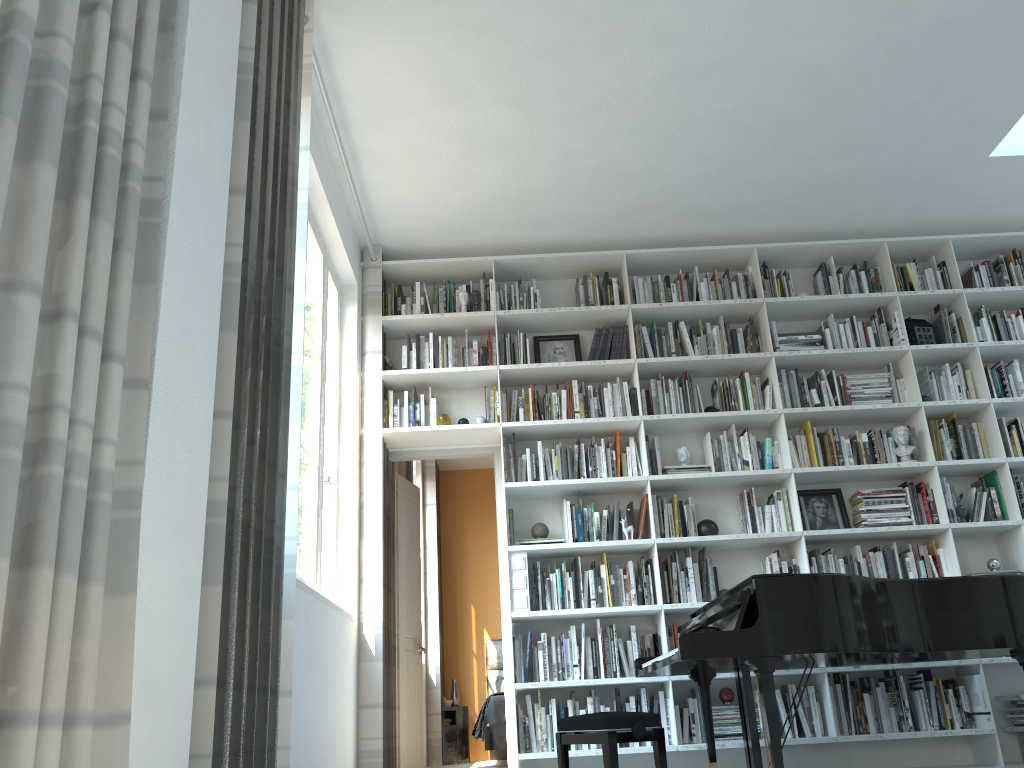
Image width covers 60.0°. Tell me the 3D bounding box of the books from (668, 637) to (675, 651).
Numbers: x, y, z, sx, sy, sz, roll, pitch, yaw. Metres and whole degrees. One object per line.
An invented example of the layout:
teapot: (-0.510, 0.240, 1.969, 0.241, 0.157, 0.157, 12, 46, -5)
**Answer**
books: (0.896, 1.538, 4.996, 0.026, 0.212, 0.140, -3, -21, -1)

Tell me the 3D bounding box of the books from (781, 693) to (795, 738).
books: (1.510, 1.822, 4.875, 0.011, 0.231, 0.175, -3, -21, -1)

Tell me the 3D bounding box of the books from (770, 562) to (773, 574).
books: (1.497, 1.158, 5.145, 0.015, 0.224, 0.148, -3, -21, -1)

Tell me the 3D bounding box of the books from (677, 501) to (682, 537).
books: (0.979, 0.828, 5.256, 0.014, 0.243, 0.153, -3, -21, -1)

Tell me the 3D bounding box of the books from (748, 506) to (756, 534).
books: (1.406, 0.832, 5.249, 0.025, 0.185, 0.154, -3, -21, -1)

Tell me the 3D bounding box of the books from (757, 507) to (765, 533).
books: (1.457, 0.837, 5.263, 0.030, 0.182, 0.155, -3, -21, -1)

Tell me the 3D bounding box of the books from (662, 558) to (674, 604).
books: (0.902, 1.155, 5.119, 0.012, 0.271, 0.182, -3, -21, -1)

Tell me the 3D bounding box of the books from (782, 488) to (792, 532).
books: (1.611, 0.776, 5.262, 0.021, 0.280, 0.162, -3, -21, -1)

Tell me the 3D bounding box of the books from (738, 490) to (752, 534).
books: (1.385, 0.789, 5.270, 0.012, 0.284, 0.160, -3, -21, -1)

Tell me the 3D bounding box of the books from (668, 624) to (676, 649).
books: (0.912, 1.505, 5.006, 0.010, 0.281, 0.149, -3, -21, -1)

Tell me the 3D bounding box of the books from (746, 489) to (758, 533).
books: (1.422, 0.787, 5.278, 0.011, 0.290, 0.156, -3, -21, -1)

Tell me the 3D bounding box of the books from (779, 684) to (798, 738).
books: (1.520, 1.799, 4.876, 0.012, 0.273, 0.181, -3, -21, -1)

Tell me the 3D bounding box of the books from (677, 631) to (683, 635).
books: (0.952, 1.518, 4.985, 0.023, 0.236, 0.173, -3, -21, -1)

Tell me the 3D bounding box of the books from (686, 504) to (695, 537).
books: (1.039, 0.835, 5.245, 0.028, 0.215, 0.176, -3, -21, -1)

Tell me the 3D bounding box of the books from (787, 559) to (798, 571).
books: (1.648, 1.149, 5.165, 0.019, 0.241, 0.108, -3, -21, -1)

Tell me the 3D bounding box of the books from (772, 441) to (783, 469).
books: (1.608, 0.470, 5.398, 0.026, 0.216, 0.127, -3, -21, -1)

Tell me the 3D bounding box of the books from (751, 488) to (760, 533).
books: (1.433, 0.782, 5.276, 0.012, 0.297, 0.166, -3, -21, -1)

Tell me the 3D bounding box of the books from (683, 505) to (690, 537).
books: (1.020, 0.841, 5.247, 0.011, 0.207, 0.181, -3, -21, -1)

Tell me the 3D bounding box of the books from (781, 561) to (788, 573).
books: (1.570, 1.150, 5.130, 0.029, 0.220, 0.153, -3, -21, -1)

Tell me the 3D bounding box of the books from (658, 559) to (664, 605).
books: (0.847, 1.164, 5.139, 0.013, 0.274, 0.147, -3, -21, -1)

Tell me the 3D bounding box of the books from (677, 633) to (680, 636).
books: (0.936, 1.527, 4.993, 0.010, 0.227, 0.169, -3, -21, -1)

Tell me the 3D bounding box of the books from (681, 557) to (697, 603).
books: (1.023, 1.152, 5.125, 0.027, 0.268, 0.186, -3, -21, -1)

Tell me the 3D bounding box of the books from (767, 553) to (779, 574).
books: (1.517, 1.130, 5.136, 0.027, 0.268, 0.159, -3, -21, -1)

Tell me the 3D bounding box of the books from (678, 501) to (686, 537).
books: (1.000, 0.831, 5.272, 0.028, 0.246, 0.143, -3, -21, -1)

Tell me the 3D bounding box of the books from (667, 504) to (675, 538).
books: (0.933, 0.837, 5.253, 0.025, 0.227, 0.153, -3, -21, -1)

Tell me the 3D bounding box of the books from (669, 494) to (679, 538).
books: (0.958, 0.807, 5.242, 0.026, 0.273, 0.191, -3, -21, -1)

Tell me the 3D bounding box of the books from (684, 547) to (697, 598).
books: (1.041, 1.128, 5.161, 0.013, 0.337, 0.138, -3, -21, -1)

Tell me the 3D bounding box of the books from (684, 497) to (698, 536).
books: (1.066, 0.816, 5.268, 0.028, 0.265, 0.145, -3, -21, -1)

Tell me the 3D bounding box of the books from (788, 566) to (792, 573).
books: (1.600, 1.168, 5.144, 0.031, 0.194, 0.142, -3, -21, -1)

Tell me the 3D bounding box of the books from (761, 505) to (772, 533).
books: (1.500, 0.827, 5.250, 0.057, 0.188, 0.156, -3, -21, -1)

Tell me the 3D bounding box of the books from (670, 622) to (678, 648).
books: (0.923, 1.502, 5.010, 0.013, 0.286, 0.161, -3, -21, -1)

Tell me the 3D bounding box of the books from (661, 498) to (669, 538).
books: (0.902, 0.821, 5.256, 0.036, 0.262, 0.167, -3, -21, -1)

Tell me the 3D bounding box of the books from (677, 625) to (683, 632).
books: (0.976, 1.509, 5.016, 0.026, 0.272, 0.147, -3, -21, -1)

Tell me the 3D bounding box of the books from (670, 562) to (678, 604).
books: (0.930, 1.168, 5.123, 0.042, 0.247, 0.163, -3, -21, -1)

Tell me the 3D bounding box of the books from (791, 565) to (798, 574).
books: (1.628, 1.159, 5.133, 0.024, 0.200, 0.159, -3, -21, -1)

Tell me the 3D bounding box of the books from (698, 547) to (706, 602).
books: (1.101, 1.122, 5.137, 0.050, 0.327, 0.167, -3, -21, -1)

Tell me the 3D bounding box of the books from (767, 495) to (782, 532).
books: (1.557, 0.796, 5.255, 0.012, 0.243, 0.171, -3, -21, -1)

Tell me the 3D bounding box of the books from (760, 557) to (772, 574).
books: (1.483, 1.142, 5.142, 0.012, 0.253, 0.161, -3, -21, -1)

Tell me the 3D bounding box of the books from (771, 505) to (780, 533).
books: (1.540, 0.827, 5.255, 0.024, 0.187, 0.173, -3, -21, -1)

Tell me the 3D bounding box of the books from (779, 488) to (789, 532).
books: (1.595, 0.777, 5.259, 0.011, 0.278, 0.188, -3, -21, -1)

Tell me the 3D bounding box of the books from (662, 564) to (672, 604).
books: (0.882, 1.174, 5.121, 0.030, 0.238, 0.157, -3, -21, -1)

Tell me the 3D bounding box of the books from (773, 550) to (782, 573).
books: (1.547, 1.122, 5.149, 0.014, 0.289, 0.132, -3, -21, -1)

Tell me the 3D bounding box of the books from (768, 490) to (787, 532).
books: (1.576, 0.785, 5.266, 0.027, 0.268, 0.179, -3, -21, -1)

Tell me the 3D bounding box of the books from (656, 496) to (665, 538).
books: (0.871, 0.820, 5.264, 0.026, 0.274, 0.155, -3, -21, -1)

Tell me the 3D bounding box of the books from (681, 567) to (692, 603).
books: (1.000, 1.180, 5.118, 0.021, 0.214, 0.172, -3, -21, -1)

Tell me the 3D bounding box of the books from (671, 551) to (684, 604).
books: (0.956, 1.136, 5.134, 0.014, 0.312, 0.167, -3, -21, -1)

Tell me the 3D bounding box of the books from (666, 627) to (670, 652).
books: (0.870, 1.517, 5.010, 0.023, 0.265, 0.135, -3, -21, -1)

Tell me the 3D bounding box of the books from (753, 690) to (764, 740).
books: (1.348, 1.819, 4.876, 0.012, 0.253, 0.161, -3, -21, -1)

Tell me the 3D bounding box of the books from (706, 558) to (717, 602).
books: (1.141, 1.150, 5.125, 0.027, 0.260, 0.164, -3, -21, -1)

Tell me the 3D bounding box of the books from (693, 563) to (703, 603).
books: (1.064, 1.170, 5.137, 0.029, 0.240, 0.136, -3, -21, -1)

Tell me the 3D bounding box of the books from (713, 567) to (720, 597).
books: (1.167, 1.177, 5.130, 0.023, 0.211, 0.160, -3, -21, -1)

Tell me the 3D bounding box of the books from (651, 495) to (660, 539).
books: (0.845, 0.815, 5.260, 0.025, 0.283, 0.146, -3, -21, -1)

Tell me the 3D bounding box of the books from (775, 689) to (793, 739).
books: (1.473, 1.815, 4.880, 0.062, 0.252, 0.178, -3, -21, -1)

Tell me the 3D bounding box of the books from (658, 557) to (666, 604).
books: (0.860, 1.156, 5.131, 0.013, 0.282, 0.147, -3, -21, -1)

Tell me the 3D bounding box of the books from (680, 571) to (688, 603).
books: (0.978, 1.191, 5.118, 0.024, 0.195, 0.157, -3, -21, -1)

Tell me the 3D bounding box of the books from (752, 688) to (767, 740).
books: (1.370, 1.818, 4.892, 0.031, 0.264, 0.145, -3, -21, -1)

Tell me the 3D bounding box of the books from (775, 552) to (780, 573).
books: (1.536, 1.130, 5.151, 0.010, 0.276, 0.156, -3, -21, -1)
